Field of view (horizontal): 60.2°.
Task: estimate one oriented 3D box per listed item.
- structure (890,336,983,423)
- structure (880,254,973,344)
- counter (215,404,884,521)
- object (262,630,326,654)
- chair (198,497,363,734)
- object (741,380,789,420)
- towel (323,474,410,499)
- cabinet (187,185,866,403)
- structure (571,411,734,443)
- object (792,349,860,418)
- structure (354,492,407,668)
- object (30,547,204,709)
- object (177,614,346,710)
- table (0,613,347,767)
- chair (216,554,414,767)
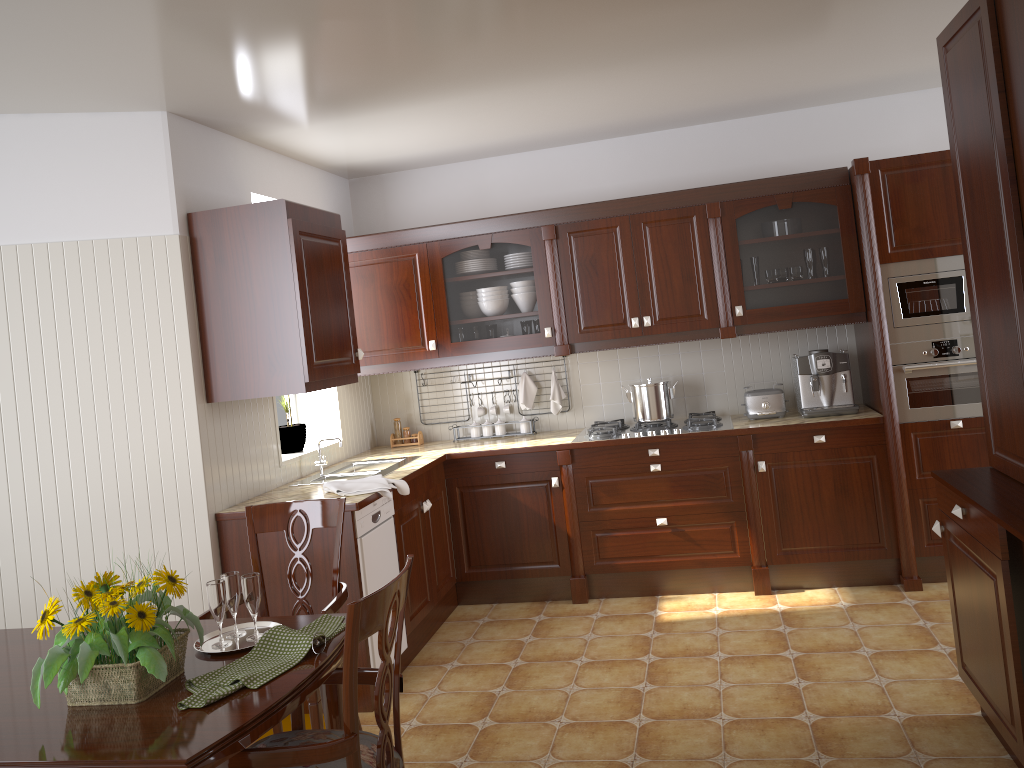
[{"bbox_3d":[2.053,-0.024,4.152,0.493,0.375,0.041,-6,-1,12],"label":"structure"},{"bbox_3d":[2.043,-0.415,4.315,0.494,0.386,0.317,-6,1,12],"label":"structure"},{"bbox_3d":[0.346,0.329,4.161,2.777,0.032,1.829,-6,3,12],"label":"counter"},{"bbox_3d":[-0.484,0.567,1.952,0.146,0.046,0.047,-5,1,25],"label":"object"},{"bbox_3d":[-0.684,0.764,2.636,0.404,0.746,0.460,-6,0,9],"label":"chair"},{"bbox_3d":[1.314,0.084,4.599,0.242,0.188,0.141,-6,0,13],"label":"object"},{"bbox_3d":[-0.609,0.451,3.766,0.344,0.097,0.329,-8,3,-25],"label":"towel"},{"bbox_3d":[0.209,-0.499,3.983,2.775,0.780,1.372,-6,2,12],"label":"cabinet"},{"bbox_3d":[0.751,0.218,4.695,0.814,0.046,0.592,-6,3,12],"label":"structure"},{"bbox_3d":[1.599,-0.011,4.529,0.274,0.322,0.324,-6,1,12],"label":"object"},{"bbox_3d":[-0.708,0.870,3.703,0.378,0.748,0.424,-7,0,12],"label":"structure"},{"bbox_3d":[-0.830,0.501,1.832,0.298,0.338,0.318,-6,1,4],"label":"object"},{"bbox_3d":[-0.516,0.570,1.918,0.166,0.056,0.530,-5,3,26],"label":"object"},{"bbox_3d":[-1.192,0.949,1.984,1.674,0.559,0.736,-6,2,12],"label":"table"},{"bbox_3d":[-0.406,0.780,1.817,0.458,0.747,0.405,-6,0,12],"label":"chair"}]
